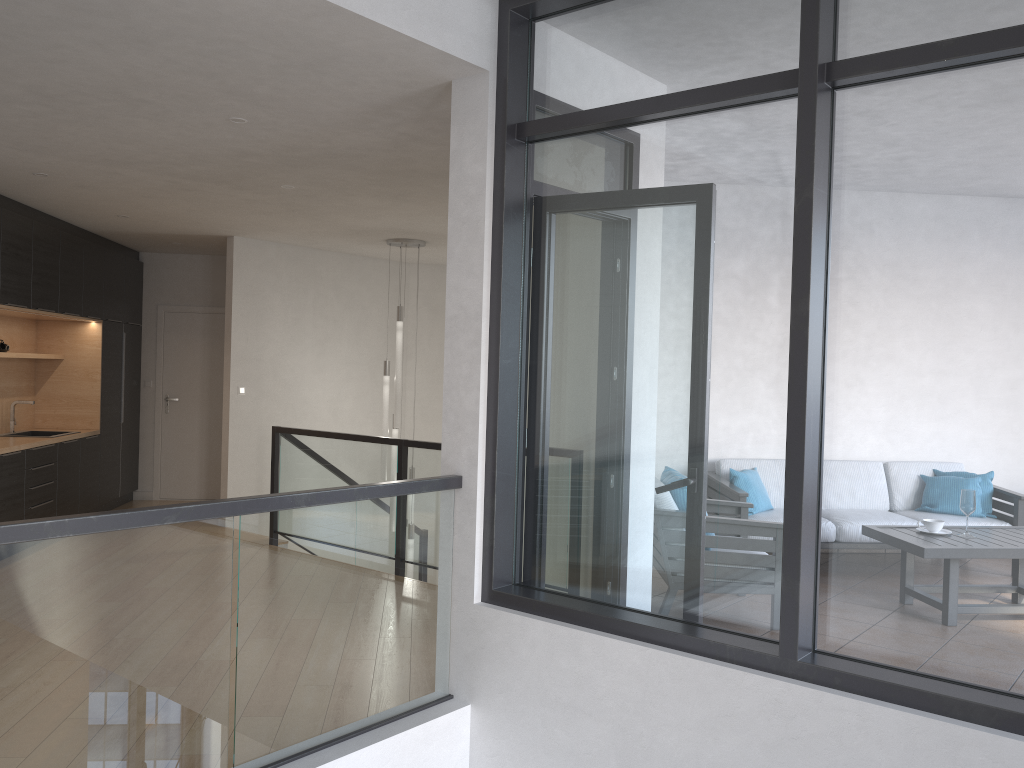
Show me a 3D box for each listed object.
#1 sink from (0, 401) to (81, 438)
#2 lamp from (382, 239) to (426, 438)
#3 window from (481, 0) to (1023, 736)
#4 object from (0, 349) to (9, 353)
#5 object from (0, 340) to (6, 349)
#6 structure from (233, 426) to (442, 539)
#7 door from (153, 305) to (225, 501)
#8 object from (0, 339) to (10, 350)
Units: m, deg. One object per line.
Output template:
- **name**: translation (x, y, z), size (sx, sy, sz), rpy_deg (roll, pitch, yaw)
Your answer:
- **sink**: translation (-4.159, 0.408, 7.769), size (0.512, 0.518, 0.626), rpy_deg (2, 1, -6)
- **lamp**: translation (-1.008, -0.463, 8.248), size (0.359, 6.725, 0.359), rpy_deg (2, 1, 31)
- **window**: translation (1.906, -0.248, 2.020), size (5.002, 2.402, 0.170), rpy_deg (2, 1, 39)
- **object**: translation (-4.264, -0.276, 7.382), size (0.145, 0.025, 0.145), rpy_deg (2, 1, -4)
- **object**: translation (-4.263, -0.319, 7.356), size (0.100, 0.093, 0.066), rpy_deg (2, 1, 9)
- **structure**: translation (-0.331, 2.571, 7.831), size (4.190, 4.339, 2.823), rpy_deg (2, 1, 39)
- **door**: translation (-3.415, 0.219, 9.741), size (0.974, 2.136, 0.085), rpy_deg (2, 1, -6)
- **object**: translation (-4.262, -0.326, 7.419), size (0.100, 0.093, 0.066), rpy_deg (2, 1, 4)
